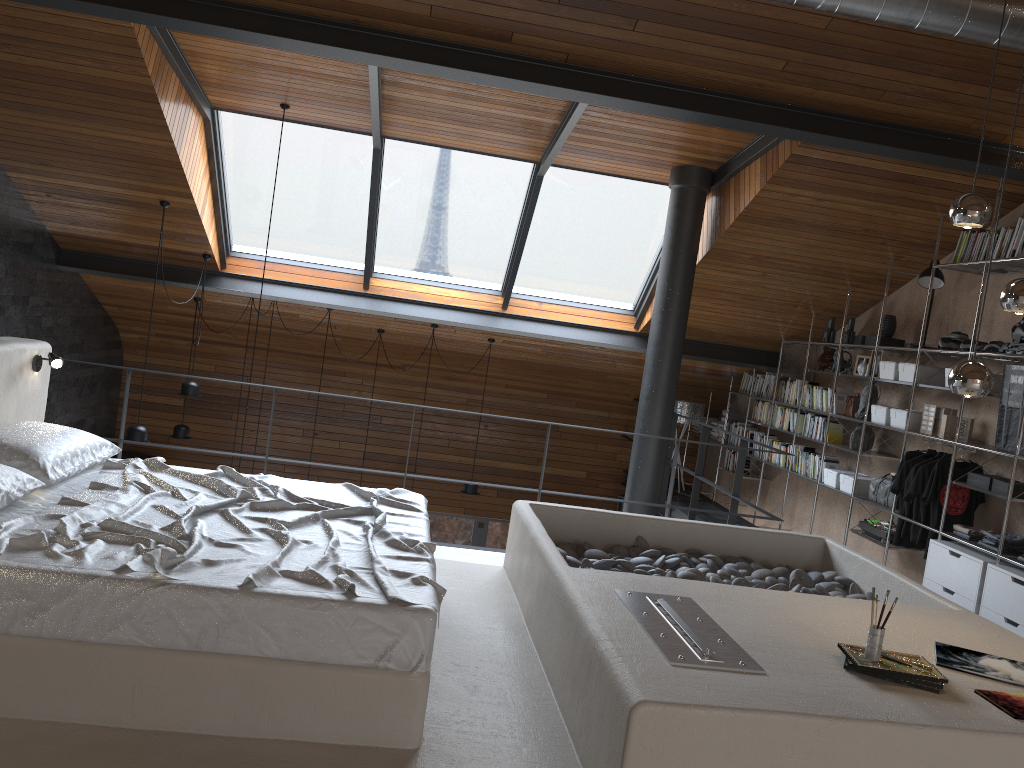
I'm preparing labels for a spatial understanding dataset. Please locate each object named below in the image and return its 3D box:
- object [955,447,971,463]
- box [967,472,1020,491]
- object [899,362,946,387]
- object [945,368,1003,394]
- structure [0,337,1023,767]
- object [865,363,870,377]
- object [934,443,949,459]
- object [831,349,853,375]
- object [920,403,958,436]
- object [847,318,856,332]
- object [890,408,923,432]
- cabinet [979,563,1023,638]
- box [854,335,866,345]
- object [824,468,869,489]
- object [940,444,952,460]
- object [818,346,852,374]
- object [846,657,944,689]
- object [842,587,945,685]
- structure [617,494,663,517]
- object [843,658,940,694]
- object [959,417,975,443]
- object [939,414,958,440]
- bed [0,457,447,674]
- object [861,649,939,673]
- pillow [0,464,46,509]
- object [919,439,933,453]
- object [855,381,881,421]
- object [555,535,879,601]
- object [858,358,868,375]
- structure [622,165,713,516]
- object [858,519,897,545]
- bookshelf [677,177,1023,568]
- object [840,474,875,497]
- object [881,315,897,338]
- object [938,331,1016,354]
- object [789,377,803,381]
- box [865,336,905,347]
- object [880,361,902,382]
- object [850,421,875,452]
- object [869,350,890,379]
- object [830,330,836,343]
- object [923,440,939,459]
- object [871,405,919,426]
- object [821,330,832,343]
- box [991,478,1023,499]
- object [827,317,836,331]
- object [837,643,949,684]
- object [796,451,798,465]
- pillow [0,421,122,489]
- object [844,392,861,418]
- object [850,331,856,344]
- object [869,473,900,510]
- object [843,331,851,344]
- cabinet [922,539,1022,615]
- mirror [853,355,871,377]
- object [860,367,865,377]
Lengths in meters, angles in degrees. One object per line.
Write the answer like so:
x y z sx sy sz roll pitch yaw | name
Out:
2.924 0.469 5.766 0.283 0.118 0.016 8 3 -7 | object
2.969 0.611 5.473 0.208 0.079 0.207 8 3 -9 | box
2.937 -0.065 6.317 0.295 0.136 0.228 8 3 -7 | object
3.003 -0.018 5.767 0.290 0.124 0.222 8 3 -7 | object
-0.255 0.695 3.544 4.613 1.120 2.634 8 3 -7 | structure
2.775 -0.111 6.908 0.037 0.114 0.037 7 3 -22 | object
2.892 0.495 5.963 0.387 0.197 0.009 7 3 -11 | object
2.781 -0.190 7.440 0.197 0.220 0.102 7 3 -23 | object
2.927 0.253 6.074 0.142 0.205 0.196 8 3 -9 | object
2.848 -0.497 7.441 0.029 0.114 0.084 8 3 4 | object
2.885 0.265 6.336 0.295 0.136 0.228 8 3 -7 | object
2.930 1.350 4.864 0.435 0.561 0.527 8 3 -7 | cabinet
2.882 -0.336 7.120 0.208 0.079 0.207 8 3 6 | box
2.704 0.779 7.188 0.295 0.136 0.228 8 3 -7 | object
2.899 0.500 5.899 0.387 0.197 0.009 7 3 -11 | object
2.783 -0.205 7.643 0.278 0.222 0.138 11 4 39 | object
1.213 0.901 2.836 0.276 0.013 0.207 9 3 17 | object
1.223 0.779 2.821 0.301 0.234 0.245 9 3 12 | object
1.549 1.687 10.589 0.462 0.735 0.488 11 4 43 | structure
1.213 0.914 2.836 0.276 0.013 0.207 10 4 24 | object
2.944 0.298 5.765 0.074 0.156 0.078 11 4 42 | object
2.883 0.285 5.851 0.074 0.156 0.078 9 3 7 | object
-1.299 0.662 3.418 2.011 0.484 1.826 8 3 -7 | bed
1.234 0.887 2.834 0.232 0.010 0.064 10 4 29 | object
-1.923 0.340 2.841 0.502 0.176 0.837 8 3 -7 | pillow
2.880 0.441 6.130 0.283 0.118 0.016 8 3 -7 | object
2.796 0.138 6.967 0.157 0.339 0.229 9 3 19 | object
0.974 0.997 4.276 1.842 0.246 1.436 8 3 -7 | object
2.805 -0.133 7.069 0.091 0.146 0.091 10 4 26 | object
1.040 1.138 6.838 1.197 5.700 1.689 8 3 -7 | structure
2.786 1.092 6.516 0.320 0.114 0.404 8 3 -7 | object
2.925 1.227 5.414 0.421 6.219 10.740 8 3 -7 | bookshelf
2.736 0.799 6.922 0.295 0.136 0.228 8 3 -7 | object
2.927 -0.445 6.892 0.115 0.177 0.115 9 3 17 | object
3.037 -0.268 5.799 0.286 0.141 0.657 7 3 -14 | object
2.650 0.067 8.311 0.146 0.240 0.023 8 3 -7 | object
2.901 -0.320 6.904 0.208 0.079 0.207 8 3 -10 | box
2.906 -0.084 6.575 0.295 0.136 0.228 8 3 -7 | object
2.792 0.409 7.052 0.166 0.240 0.390 10 4 25 | object
2.844 -0.151 6.872 0.062 0.219 0.157 8 3 -7 | object
2.765 -0.401 7.639 0.029 0.117 0.086 9 3 13 | object
2.877 0.486 6.085 0.387 0.197 0.009 7 3 -11 | object
2.853 0.246 6.599 0.295 0.136 0.228 8 3 -7 | object
2.744 -0.409 7.735 0.029 0.117 0.086 7 3 -21 | object
2.988 0.627 5.240 0.208 0.079 0.207 8 3 5 | box
2.767 -0.520 7.680 0.029 0.114 0.084 8 3 0 | object
1.207 0.888 2.826 0.276 0.013 0.207 8 3 3 | object
2.597 0.697 7.902 0.131 0.180 0.042 8 3 -8 | object
-2.030 0.276 3.728 0.509 0.173 0.842 8 3 -7 | pillow
2.780 0.169 7.200 0.082 0.202 0.227 11 4 44 | object
2.841 -0.378 7.400 0.029 0.117 0.086 9 3 17 | object
2.791 0.776 6.516 0.166 0.247 0.376 8 3 -10 | object
2.828 -0.386 7.496 0.029 0.117 0.086 7 3 -17 | object
2.859 1.308 5.416 0.435 0.561 0.527 8 3 -7 | cabinet
2.854 -0.144 7.187 0.069 0.168 0.130 6 4 -37 | mirror
2.757 -0.097 6.957 0.037 0.077 0.037 7 3 -22 | object
